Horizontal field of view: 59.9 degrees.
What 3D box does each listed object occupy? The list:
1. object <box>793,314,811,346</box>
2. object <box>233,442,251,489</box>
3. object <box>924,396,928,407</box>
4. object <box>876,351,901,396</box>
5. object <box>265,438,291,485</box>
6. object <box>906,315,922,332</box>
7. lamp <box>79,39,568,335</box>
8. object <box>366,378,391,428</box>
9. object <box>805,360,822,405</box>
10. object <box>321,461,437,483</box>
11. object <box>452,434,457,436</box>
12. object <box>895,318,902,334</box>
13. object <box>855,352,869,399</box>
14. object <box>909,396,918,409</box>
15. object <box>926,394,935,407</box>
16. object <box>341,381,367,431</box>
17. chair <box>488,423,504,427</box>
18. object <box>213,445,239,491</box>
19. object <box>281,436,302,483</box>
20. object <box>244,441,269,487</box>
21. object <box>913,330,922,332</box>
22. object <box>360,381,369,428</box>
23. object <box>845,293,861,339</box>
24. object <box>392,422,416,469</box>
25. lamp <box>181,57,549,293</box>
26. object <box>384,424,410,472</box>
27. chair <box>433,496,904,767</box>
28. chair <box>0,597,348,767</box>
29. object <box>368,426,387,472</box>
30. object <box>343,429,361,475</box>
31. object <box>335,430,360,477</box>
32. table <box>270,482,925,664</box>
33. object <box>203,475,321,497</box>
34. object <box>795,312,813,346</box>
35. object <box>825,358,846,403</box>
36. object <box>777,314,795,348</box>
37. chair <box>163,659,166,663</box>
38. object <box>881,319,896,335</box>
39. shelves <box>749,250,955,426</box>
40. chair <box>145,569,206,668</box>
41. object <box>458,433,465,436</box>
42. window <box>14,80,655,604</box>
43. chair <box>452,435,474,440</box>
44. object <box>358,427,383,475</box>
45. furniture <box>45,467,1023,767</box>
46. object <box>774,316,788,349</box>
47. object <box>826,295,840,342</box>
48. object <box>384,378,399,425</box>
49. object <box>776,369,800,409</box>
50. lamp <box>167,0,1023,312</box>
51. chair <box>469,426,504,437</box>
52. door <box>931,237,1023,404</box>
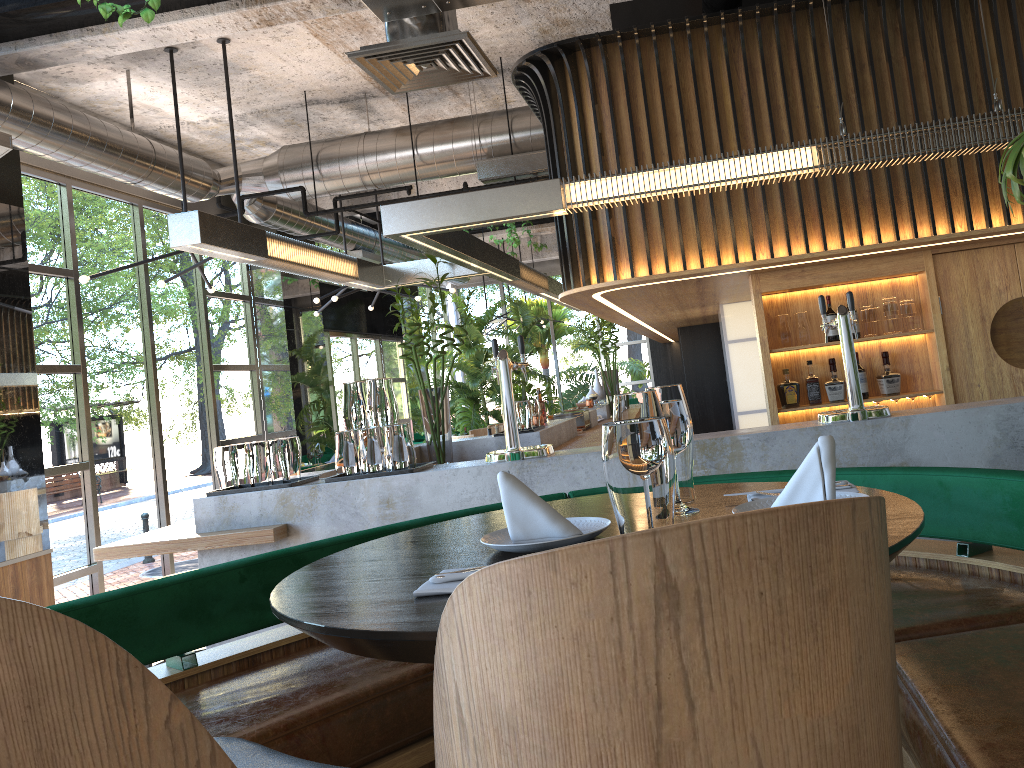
[{"bbox_3d":[1.860,-0.352,5.709,0.111,0.210,0.100,-4,-5,-45],"label":"object"},{"bbox_3d":[-1.228,0.376,4.045,0.101,0.210,0.109,-8,-4,25],"label":"object"},{"bbox_3d":[2.629,0.183,5.612,0.096,0.246,0.089,-6,-4,-18],"label":"object"},{"bbox_3d":[2.379,-0.067,5.619,0.124,0.280,0.122,-7,-4,-1],"label":"object"},{"bbox_3d":[-1.023,0.349,3.906,0.105,0.210,0.106,-7,-3,5],"label":"object"},{"bbox_3d":[2.499,-0.374,5.515,0.084,0.092,0.093,-9,-3,34],"label":"object"},{"bbox_3d":[-0.332,-1.956,8.525,5.008,1.828,19.153,-7,0,12],"label":"lamp"},{"bbox_3d":[-0.587,0.081,3.880,0.107,0.210,0.104,-7,-3,-5],"label":"object"},{"bbox_3d":[1.908,-0.010,5.642,0.082,0.283,0.084,-7,-4,10],"label":"object"},{"bbox_3d":[-0.581,0.389,3.924,0.431,0.019,0.276,-7,0,9],"label":"object"},{"bbox_3d":[-0.839,0.831,12.935,0.103,0.201,0.101,-7,-3,-1],"label":"object"},{"bbox_3d":[2.435,-0.365,5.649,0.086,0.092,0.091,-8,-2,21],"label":"object"},{"bbox_3d":[2.195,-0.054,5.615,0.090,0.299,0.082,-4,-5,-31],"label":"object"},{"bbox_3d":[2.502,0.198,5.509,0.088,0.246,0.097,-10,-5,38],"label":"object"},{"bbox_3d":[2.603,0.186,5.496,0.088,0.246,0.097,-10,-5,38],"label":"object"},{"bbox_3d":[-0.699,0.096,3.906,0.107,0.210,0.104,-7,-3,-5],"label":"object"},{"bbox_3d":[0.055,0.925,10.193,0.530,0.972,0.563,-8,-3,20],"label":"chair"},{"bbox_3d":[-1.263,0.380,3.939,0.101,0.210,0.109,-8,-4,25],"label":"object"},{"bbox_3d":[-1.005,0.348,4.021,0.105,0.210,0.106,-7,-3,5],"label":"object"},{"bbox_3d":[-1.136,0.364,3.973,0.101,0.210,0.109,-8,-4,25],"label":"object"},{"bbox_3d":[2.559,-0.381,5.645,0.084,0.092,0.093,-9,-3,34],"label":"object"},{"bbox_3d":[-0.683,0.094,3.997,0.107,0.210,0.104,-7,-3,-5],"label":"object"},{"bbox_3d":[2.136,-0.429,5.599,0.090,0.299,0.082,-4,-5,-31],"label":"object"},{"bbox_3d":[-0.488,0.280,3.969,0.107,0.210,0.104,-7,-3,-5],"label":"object"},{"bbox_3d":[-0.373,-2.089,12.914,3.739,1.536,10.142,-7,0,10],"label":"lamp"},{"bbox_3d":[-0.503,0.281,3.852,0.107,0.210,0.104,-7,-3,-5],"label":"object"},{"bbox_3d":[0.176,0.558,0.859,0.508,0.926,0.544,-6,-3,-10],"label":"chair"},{"bbox_3d":[-0.482,0.642,1.082,0.472,0.926,0.584,-10,-4,40],"label":"chair"},{"bbox_3d":[-0.604,0.295,3.983,0.107,0.210,0.104,-7,-3,-5],"label":"object"},{"bbox_3d":[-0.713,0.309,4.008,0.105,0.210,0.106,-7,-3,5],"label":"object"},{"bbox_3d":[-0.725,0.310,3.897,0.105,0.210,0.106,-7,-3,5],"label":"object"},{"bbox_3d":[0.196,0.642,1.551,1.112,0.753,1.086,-7,-2,-4],"label":"table"},{"bbox_3d":[-1.114,0.457,3.992,0.431,0.019,0.276,-7,0,9],"label":"object"},{"bbox_3d":[1.844,-0.350,5.618,0.111,0.210,0.100,-4,-5,-45],"label":"object"},{"bbox_3d":[2.040,-0.024,5.611,0.119,0.280,0.127,-8,-4,24],"label":"object"},{"bbox_3d":[1.729,-0.335,5.623,0.111,0.210,0.100,-4,-5,-45],"label":"object"},{"bbox_3d":[-1.907,1.425,4.187,0.496,0.698,0.532,-8,-3,24],"label":"chair"},{"bbox_3d":[2.370,-0.357,5.582,0.089,0.092,0.088,-7,-2,1],"label":"object"},{"bbox_3d":[2.192,0.233,5.604,1.096,2.063,0.283,-7,-4,7],"label":"shelves"},{"bbox_3d":[-1.749,1.409,4.892,0.517,0.698,0.510,-7,-3,-1],"label":"chair"},{"bbox_3d":[-0.722,0.816,12.877,0.103,0.201,0.101,-7,-3,-1],"label":"object"},{"bbox_3d":[-1.635,-1.512,8.424,4.076,6.512,20.632,-8,-1,13],"label":"window"},{"bbox_3d":[-0.277,0.958,8.645,0.521,0.972,0.572,-9,-4,34],"label":"chair"},{"bbox_3d":[-0.621,0.296,3.874,0.107,0.210,0.104,-7,-3,-5],"label":"object"},{"bbox_3d":[0.494,0.846,0.372,2.840,1.139,4.578,-7,-1,-24],"label":"furniture"},{"bbox_3d":[1.748,-0.337,5.734,0.111,0.210,0.100,-4,-5,-45],"label":"object"},{"bbox_3d":[2.026,-0.415,5.636,0.090,0.300,0.082,-4,-5,-31],"label":"object"},{"bbox_3d":[-0.568,0.079,3.992,0.107,0.210,0.104,-7,-3,-5],"label":"object"},{"bbox_3d":[1.760,0.027,5.658,0.152,0.249,0.093,-7,-4,-3],"label":"object"},{"bbox_3d":[1.227,-2.012,7.329,4.944,2.139,6.776,-7,-1,5],"label":"lamp"},{"bbox_3d":[-0.126,0.943,9.391,0.563,0.972,0.530,-6,-3,-15],"label":"chair"},{"bbox_3d":[3.124,0.124,7.427,2.124,2.060,4.149,-7,-1,11],"label":"door"}]
